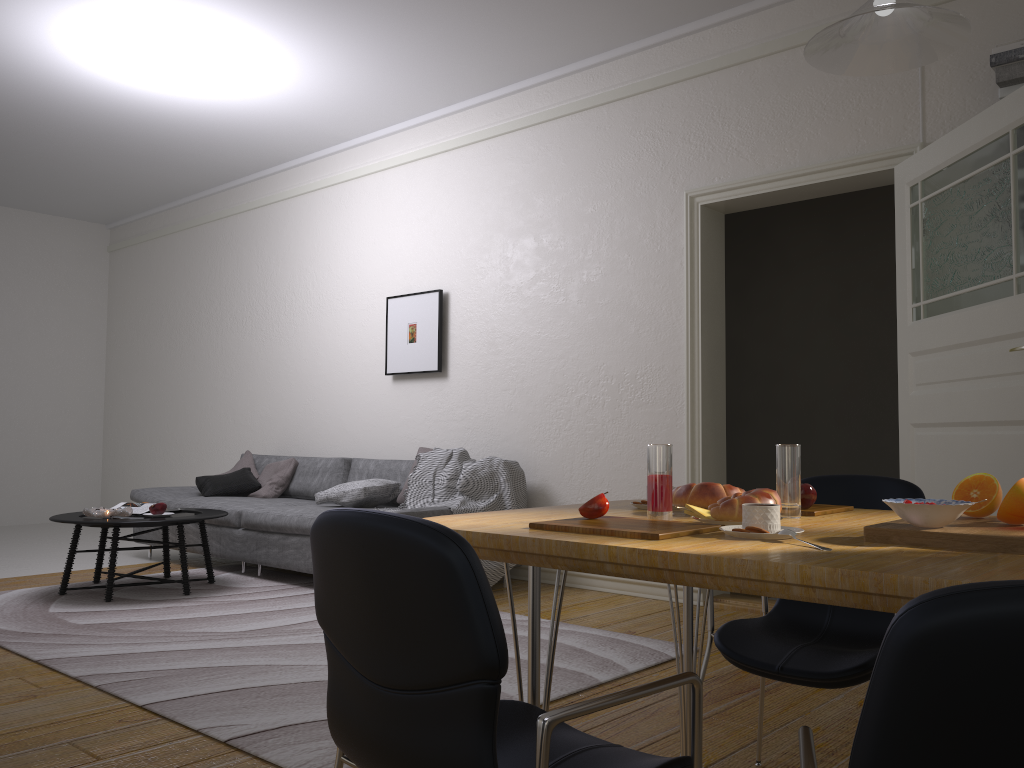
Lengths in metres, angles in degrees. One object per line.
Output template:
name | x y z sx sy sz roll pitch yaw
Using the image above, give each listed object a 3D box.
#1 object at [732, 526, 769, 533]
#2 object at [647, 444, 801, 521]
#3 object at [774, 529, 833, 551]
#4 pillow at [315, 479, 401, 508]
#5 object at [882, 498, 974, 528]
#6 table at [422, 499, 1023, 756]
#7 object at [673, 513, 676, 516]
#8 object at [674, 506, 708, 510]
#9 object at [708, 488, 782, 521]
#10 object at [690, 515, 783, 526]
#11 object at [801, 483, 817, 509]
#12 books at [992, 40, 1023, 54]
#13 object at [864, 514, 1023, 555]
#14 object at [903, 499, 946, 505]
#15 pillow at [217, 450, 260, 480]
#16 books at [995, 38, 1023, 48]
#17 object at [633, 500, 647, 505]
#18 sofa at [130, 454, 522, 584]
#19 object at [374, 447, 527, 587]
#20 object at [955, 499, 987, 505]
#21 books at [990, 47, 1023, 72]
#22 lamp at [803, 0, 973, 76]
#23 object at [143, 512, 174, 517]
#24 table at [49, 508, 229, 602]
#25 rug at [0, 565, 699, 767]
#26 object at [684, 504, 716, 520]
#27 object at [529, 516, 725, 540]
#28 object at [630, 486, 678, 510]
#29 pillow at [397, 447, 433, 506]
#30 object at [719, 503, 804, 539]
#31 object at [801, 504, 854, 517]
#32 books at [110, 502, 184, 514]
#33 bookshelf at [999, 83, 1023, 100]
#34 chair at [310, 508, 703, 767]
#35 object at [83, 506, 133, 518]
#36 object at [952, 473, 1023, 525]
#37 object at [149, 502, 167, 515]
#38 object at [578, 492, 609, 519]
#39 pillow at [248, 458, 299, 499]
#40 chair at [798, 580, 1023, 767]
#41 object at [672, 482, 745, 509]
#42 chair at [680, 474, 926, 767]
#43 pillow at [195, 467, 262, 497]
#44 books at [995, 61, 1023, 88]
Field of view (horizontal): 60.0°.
object | 0.365 0.226 1.351 0.058 0.020 0.039 -1 -4 23
object | 0.403 0.184 1.667 0.336 0.141 0.047 2 -4 -21
object | 0.419 0.223 1.277 0.031 0.020 0.136 1 -4 -15
pillow | -0.986 0.705 5.684 0.398 0.194 0.412 -2 -4 28
object | 0.624 0.195 1.330 0.130 0.038 0.126 2 -4 -23
table | 0.610 0.616 1.440 1.470 0.745 0.931 -3 -5 41
object | 0.319 0.255 1.817 0.030 0.020 0.138 0 -3 0
object | 0.408 0.255 1.795 0.163 0.016 0.157 3 -5 -41
object | 0.408 0.211 1.547 0.124 0.059 0.163 0 -4 10
object | 0.393 0.241 1.555 0.157 0.016 0.163 -3 -5 45
object | 0.592 0.226 1.811 0.059 0.062 0.061 -3 -5 44
books | 2.197 -1.381 3.687 0.298 0.030 0.264 -3 -5 41
object | 0.722 0.229 1.381 0.221 0.023 0.356 -3 -5 42
object | 0.624 0.194 1.329 0.082 0.039 0.085 0 -3 2
pillow | -2.161 0.743 6.913 0.358 0.448 0.471 2 -4 -27
books | 2.216 -1.403 3.687 0.308 0.015 0.270 -3 -5 41
object | 0.287 0.259 1.903 0.058 0.020 0.039 -2 -4 38
sofa | -1.378 0.887 6.045 2.996 0.772 1.124 -3 -5 41
object | -0.379 0.814 5.291 0.880 0.866 0.623 0 -3 7
object | 0.655 0.177 1.294 0.028 0.027 0.129 1 -4 -10
books | 2.189 -1.342 3.664 0.325 0.049 0.254 -3 -5 41
lamp | 0.634 -1.472 1.542 0.260 1.808 0.268 -1 -4 25
object | -2.035 0.755 5.103 0.168 0.015 0.167 0 -3 -3
table | -2.150 0.980 5.134 0.925 0.449 0.962 -2 -4 39
rug | -1.206 1.140 4.224 3.634 0.008 1.990 -3 -5 41
object | 0.362 0.233 1.567 0.109 0.036 0.070 0 -3 3
object | 0.191 0.238 1.481 0.255 0.010 0.204 -3 -5 41
object | 0.324 0.247 1.937 0.130 0.049 0.130 0 -3 -1
pillow | -0.504 0.592 5.544 0.418 0.390 0.247 -3 -5 42
object | 0.392 0.215 1.393 0.130 0.049 0.130 0 -3 0
object | 0.567 0.265 1.902 0.255 0.010 0.204 -3 -5 41
books | -2.231 0.744 5.362 0.301 0.048 0.377 -1 -4 21
bookshelf | 2.242 -0.822 3.681 0.333 0.860 0.197 -3 -5 41
chair | -0.002 0.571 1.268 0.534 0.803 0.567 3 -5 -42
object | -2.286 0.725 5.013 0.258 0.062 0.249 3 -5 -41
object | 0.778 0.183 1.423 0.071 0.074 0.194 0 -3 2
object | -2.029 0.719 5.095 0.111 0.082 0.087 1 -4 -14
object | 0.145 0.215 1.569 0.054 0.048 0.061 0 -3 5
pillow | -1.830 0.710 6.643 0.414 0.318 0.344 -3 -5 41
chair | 0.500 0.544 0.790 0.573 0.803 0.528 -1 -4 15
object | 0.404 0.231 1.794 0.166 0.068 0.148 1 -4 -10
chair | 0.737 0.624 2.096 0.567 0.803 0.534 -2 -4 40
pillow | -2.112 0.763 6.599 0.428 0.268 0.395 2 -4 -28
books | 2.230 -1.285 3.674 0.344 0.065 0.264 -3 -5 41
